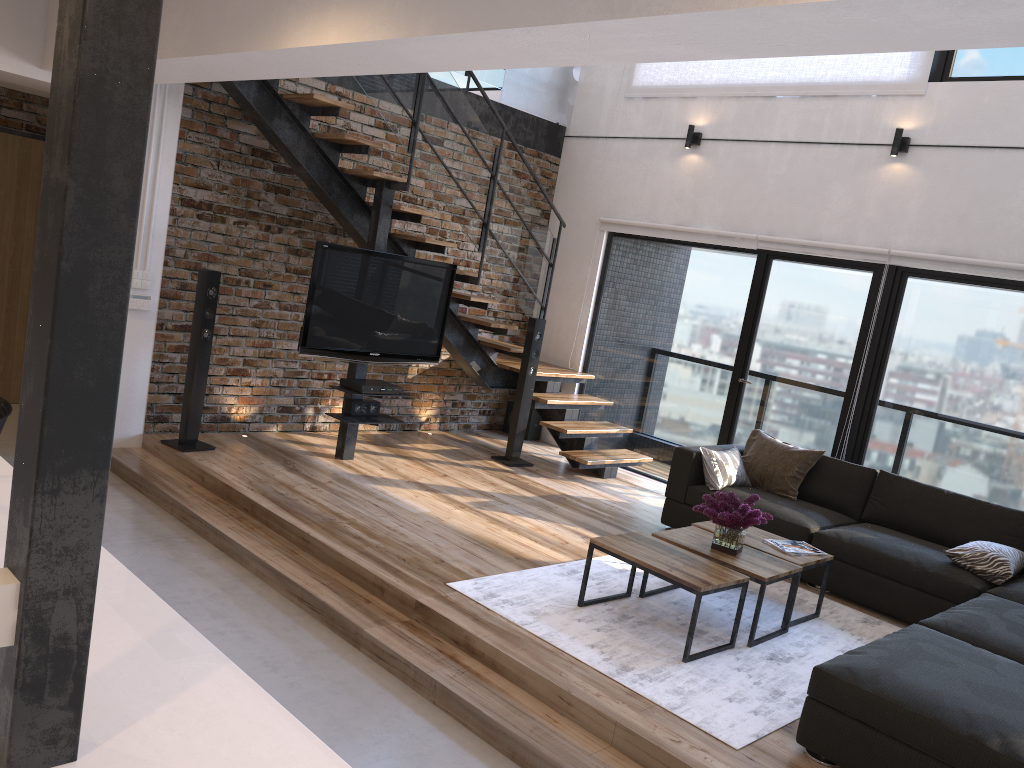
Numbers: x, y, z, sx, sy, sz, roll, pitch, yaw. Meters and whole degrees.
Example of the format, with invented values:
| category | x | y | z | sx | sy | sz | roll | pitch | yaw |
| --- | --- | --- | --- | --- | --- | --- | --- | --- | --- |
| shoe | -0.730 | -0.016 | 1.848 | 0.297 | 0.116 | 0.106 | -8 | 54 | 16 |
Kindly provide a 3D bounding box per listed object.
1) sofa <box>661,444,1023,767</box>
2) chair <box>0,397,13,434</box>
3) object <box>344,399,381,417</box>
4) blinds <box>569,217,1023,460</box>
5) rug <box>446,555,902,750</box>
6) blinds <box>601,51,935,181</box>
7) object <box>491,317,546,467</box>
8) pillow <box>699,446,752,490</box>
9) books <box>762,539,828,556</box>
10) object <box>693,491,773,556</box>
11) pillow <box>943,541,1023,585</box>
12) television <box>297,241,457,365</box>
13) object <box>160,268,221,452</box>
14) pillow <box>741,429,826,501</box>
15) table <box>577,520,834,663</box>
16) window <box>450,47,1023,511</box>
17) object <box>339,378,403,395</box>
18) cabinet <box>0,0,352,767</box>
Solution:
| category | x | y | z | sx | sy | sz | roll | pitch | yaw |
| --- | --- | --- | --- | --- | --- | --- | --- | --- | --- |
| sofa | 1.770 | 0.949 | 4.646 | 3.037 | 0.702 | 2.999 | 17 | 10 | 43 |
| chair | -2.509 | 0.461 | 3.860 | 0.540 | 0.770 | 0.518 | 5 | 9 | -31 |
| object | -1.067 | 0.171 | 6.328 | 0.247 | 0.112 | 0.088 | 2 | 11 | -46 |
| blinds | 2.478 | 0.060 | 6.319 | 5.356 | 2.048 | 0.096 | 17 | 11 | 43 |
| rug | 0.982 | 1.181 | 4.522 | 1.633 | 0.003 | 2.114 | 17 | 10 | 43 |
| blinds | 0.627 | -3.247 | 6.918 | 10.191 | 2.982 | 1.993 | 13 | 8 | 22 |
| object | 0.105 | 0.061 | 7.228 | 0.271 | 1.209 | 0.270 | 3 | 11 | -41 |
| pillow | 1.464 | 0.577 | 6.049 | 0.499 | 0.266 | 0.211 | 3 | 11 | -45 |
| books | 1.521 | 0.880 | 4.765 | 0.295 | 0.013 | 0.228 | 7 | 8 | -25 |
| object | 1.122 | 0.676 | 4.482 | 0.375 | 0.343 | 0.341 | 3 | 11 | -44 |
| pillow | 2.694 | 0.990 | 5.012 | 0.355 | 0.178 | 0.531 | 17 | 10 | 41 |
| television | -0.935 | -0.528 | 6.197 | 1.207 | 0.785 | 0.136 | 2 | 11 | -46 |
| object | -2.094 | -0.163 | 5.934 | 0.270 | 1.209 | 0.271 | 15 | 10 | 33 |
| pillow | 1.815 | 0.555 | 6.178 | 0.265 | 0.383 | 0.608 | 2 | 11 | -46 |
| table | 1.034 | 1.010 | 4.528 | 1.298 | 0.351 | 0.695 | 3 | 11 | -46 |
| window | 1.427 | -1.458 | 5.076 | 13.366 | 5.579 | 5.665 | 17 | 10 | 43 |
| object | -0.986 | 0.020 | 6.246 | 0.274 | 0.058 | 0.360 | 17 | 10 | 43 |
| cabinet | -2.328 | -0.329 | 1.913 | 9.094 | 2.878 | 2.474 | 17 | 10 | 43 |
